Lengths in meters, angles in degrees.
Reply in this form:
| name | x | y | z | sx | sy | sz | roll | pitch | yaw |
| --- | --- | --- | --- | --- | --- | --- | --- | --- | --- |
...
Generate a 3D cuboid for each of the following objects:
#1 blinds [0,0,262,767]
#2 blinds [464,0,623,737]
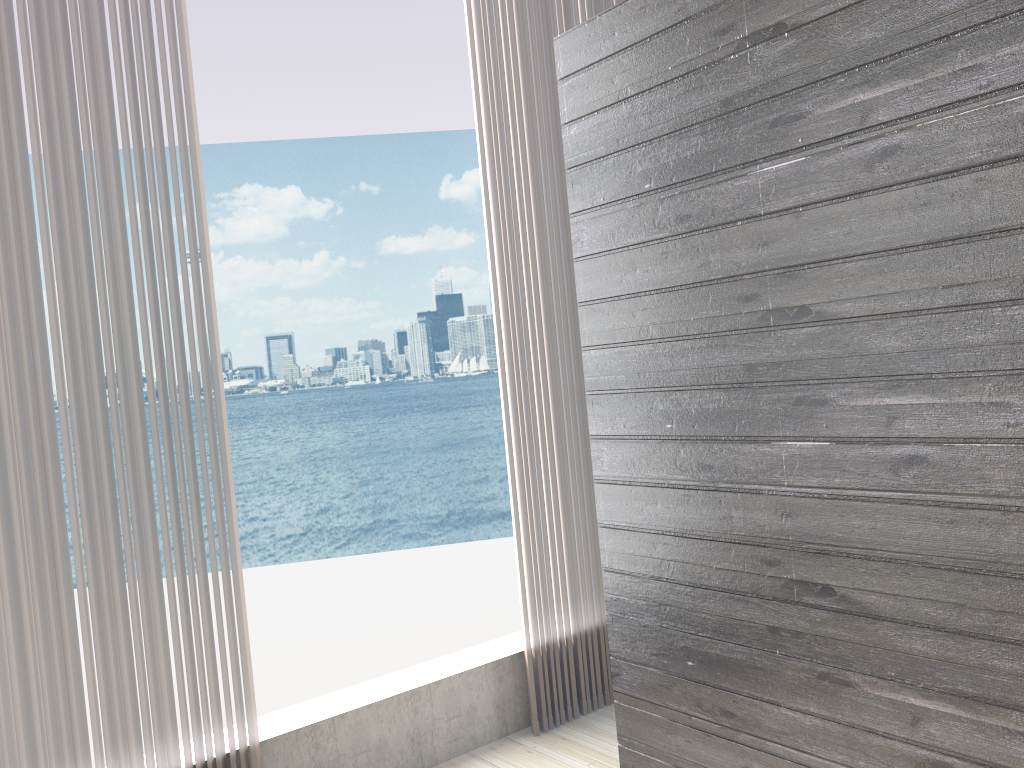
| name | x | y | z | sx | sy | sz | roll | pitch | yaw |
| --- | --- | --- | --- | --- | --- | --- | --- | --- | --- |
| blinds | -1.223 | -0.068 | 2.039 | 1.133 | 2.744 | 0.069 | -6 | 1 | -38 |
| blinds | 0.378 | -0.243 | 3.282 | 1.133 | 2.744 | 0.069 | -6 | 1 | -38 |
